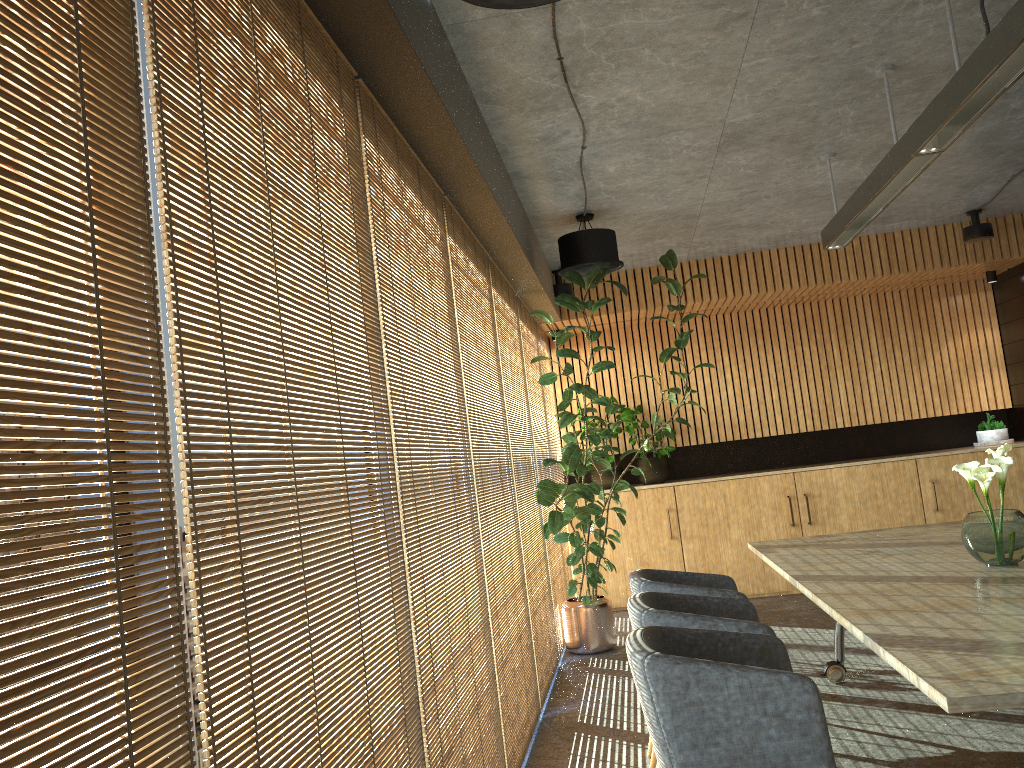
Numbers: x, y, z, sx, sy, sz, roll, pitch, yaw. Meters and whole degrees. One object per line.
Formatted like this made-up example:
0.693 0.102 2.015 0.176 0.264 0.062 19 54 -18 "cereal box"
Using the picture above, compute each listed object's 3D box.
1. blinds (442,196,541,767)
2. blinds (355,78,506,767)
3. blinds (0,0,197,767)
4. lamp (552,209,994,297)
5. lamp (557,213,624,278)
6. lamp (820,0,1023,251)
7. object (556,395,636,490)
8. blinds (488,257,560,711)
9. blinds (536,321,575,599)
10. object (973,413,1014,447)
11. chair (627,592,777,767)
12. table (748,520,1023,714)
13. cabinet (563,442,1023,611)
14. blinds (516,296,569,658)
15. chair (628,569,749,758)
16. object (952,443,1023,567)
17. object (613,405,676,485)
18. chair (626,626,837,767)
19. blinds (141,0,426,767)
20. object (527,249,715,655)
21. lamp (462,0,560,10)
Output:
-0.091 0.571 5.177 0.039 3.038 1.422 -7 -5 7 "blinds"
-0.244 0.229 1.140 1.388 3.075 6.486 -6 -5 -11 "blinds"
-0.683 0.234 0.846 0.039 3.038 1.422 -7 -5 7 "blinds"
2.396 -1.237 8.508 4.179 0.294 0.257 -7 -5 7 "lamp"
0.583 -1.091 6.866 0.513 0.497 0.513 -5 -6 -22 "lamp"
1.961 -1.408 4.286 0.151 0.618 4.009 -7 -5 7 "lamp"
0.955 0.642 9.828 0.640 1.054 0.666 -2 -7 -41 "object"
0.108 0.684 6.627 0.039 3.038 1.422 -7 -5 7 "blinds"
0.508 0.912 9.553 0.039 3.038 1.422 -7 -5 7 "blinds"
5.099 0.477 9.434 0.384 0.347 0.384 -10 -6 30 "object"
0.967 1.450 4.186 0.761 0.944 0.706 -7 -5 7 "chair"
2.305 1.285 4.016 1.816 0.927 3.932 -7 -5 7 "table"
3.045 1.547 9.560 4.954 1.272 1.006 -7 -5 7 "cabinet"
0.309 0.799 8.103 0.039 3.038 1.422 -7 -5 7 "blinds"
1.089 1.519 5.075 0.761 0.944 0.706 -7 -5 7 "chair"
2.219 0.559 4.106 0.295 0.546 0.322 -8 -6 17 "object"
1.468 0.662 9.741 0.679 0.880 0.512 -8 -5 11 "object"
0.846 1.381 3.298 0.761 0.944 0.706 -7 -5 7 "chair"
-0.485 0.347 2.296 0.039 3.038 1.422 -7 -5 7 "blinds"
0.664 0.624 7.525 1.875 3.266 1.958 -2 -7 -44 "object"
0.016 -1.427 2.584 0.513 0.497 0.513 -6 -5 -4 "lamp"
